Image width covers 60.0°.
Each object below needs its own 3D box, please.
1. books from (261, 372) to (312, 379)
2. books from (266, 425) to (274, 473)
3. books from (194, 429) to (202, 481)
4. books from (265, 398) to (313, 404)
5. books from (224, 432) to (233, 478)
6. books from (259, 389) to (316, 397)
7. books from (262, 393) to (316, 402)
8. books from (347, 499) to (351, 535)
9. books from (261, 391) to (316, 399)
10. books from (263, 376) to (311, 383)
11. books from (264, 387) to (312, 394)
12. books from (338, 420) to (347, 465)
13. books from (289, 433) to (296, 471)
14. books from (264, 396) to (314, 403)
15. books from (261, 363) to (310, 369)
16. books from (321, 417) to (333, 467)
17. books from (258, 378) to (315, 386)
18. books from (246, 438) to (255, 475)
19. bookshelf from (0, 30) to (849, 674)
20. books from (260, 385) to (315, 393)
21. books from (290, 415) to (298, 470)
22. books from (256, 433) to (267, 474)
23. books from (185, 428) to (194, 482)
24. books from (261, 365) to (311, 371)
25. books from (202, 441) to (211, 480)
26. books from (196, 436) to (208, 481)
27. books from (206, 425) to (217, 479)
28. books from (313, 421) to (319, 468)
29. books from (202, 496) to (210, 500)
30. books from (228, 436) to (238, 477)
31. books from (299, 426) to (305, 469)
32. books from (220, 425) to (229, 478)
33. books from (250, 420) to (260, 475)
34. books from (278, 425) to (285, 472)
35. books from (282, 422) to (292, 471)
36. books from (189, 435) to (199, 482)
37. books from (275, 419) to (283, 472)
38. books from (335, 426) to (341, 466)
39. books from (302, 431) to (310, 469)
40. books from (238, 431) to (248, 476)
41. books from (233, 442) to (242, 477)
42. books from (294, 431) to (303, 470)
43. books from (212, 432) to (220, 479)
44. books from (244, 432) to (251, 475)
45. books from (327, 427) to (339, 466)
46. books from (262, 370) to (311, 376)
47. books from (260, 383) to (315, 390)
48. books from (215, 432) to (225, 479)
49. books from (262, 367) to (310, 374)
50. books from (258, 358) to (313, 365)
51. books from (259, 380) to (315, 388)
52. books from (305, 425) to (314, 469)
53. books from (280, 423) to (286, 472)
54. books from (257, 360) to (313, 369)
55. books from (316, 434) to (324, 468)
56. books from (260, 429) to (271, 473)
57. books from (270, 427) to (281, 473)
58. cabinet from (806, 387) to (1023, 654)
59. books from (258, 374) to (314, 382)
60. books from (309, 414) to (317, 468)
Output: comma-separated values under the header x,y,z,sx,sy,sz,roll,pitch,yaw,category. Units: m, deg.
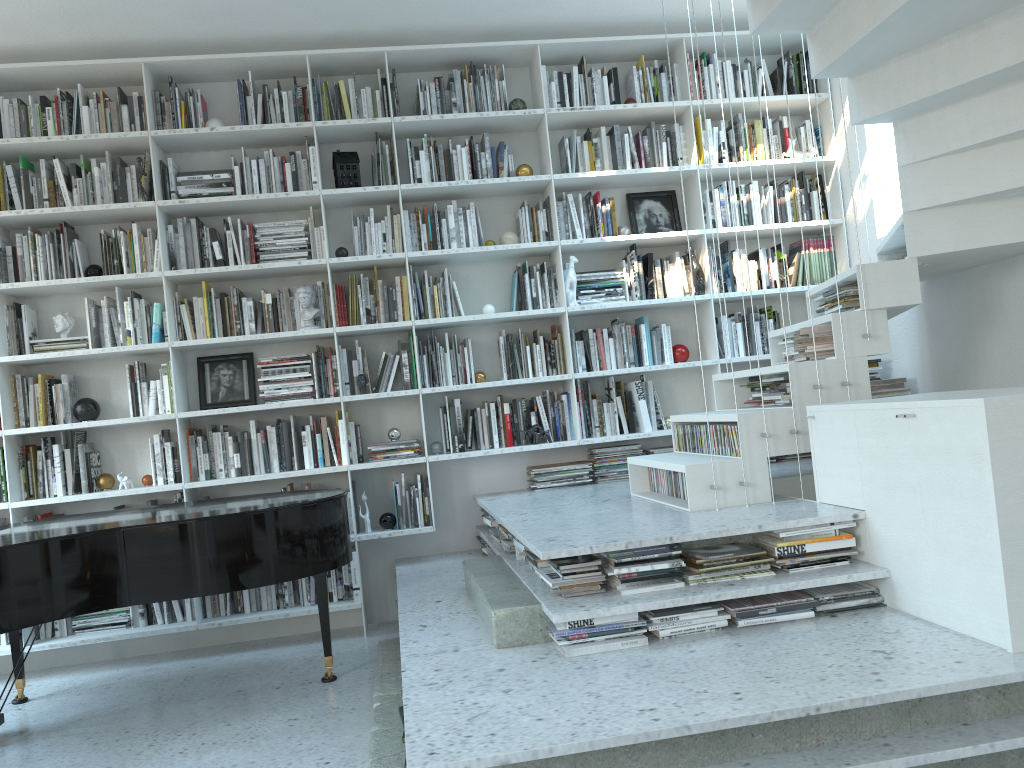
x,y,z,sx,sy,sz,roll,pitch,yaw,category
-1.230,-0.045,4.855,0.254,0.012,0.161,-6,-2,-5,books
-1.308,0.354,4.847,0.025,0.254,0.136,-6,-1,-8,books
-1.680,0.381,4.775,0.011,0.275,0.146,-6,-1,-8,books
-1.215,0.098,4.850,0.254,0.012,0.161,-6,-2,-12,books
-1.524,0.381,4.808,0.021,0.244,0.141,-6,-1,-8,books
-1.220,0.050,4.849,0.285,0.012,0.159,-6,-2,-3,books
-1.217,0.074,4.848,0.285,0.012,0.159,-6,-2,-13,books
-0.897,0.715,4.822,0.027,0.196,0.147,-6,-1,-8,books
-1.220,0.063,4.858,0.285,0.012,0.159,-6,-2,-9,books
-1.227,-0.021,4.851,0.254,0.012,0.161,-6,-2,-13,books
-1.221,0.038,4.849,0.254,0.012,0.161,-6,-2,-13,books
-0.921,0.319,4.867,0.033,0.246,0.176,-6,-1,-8,books
-1.194,0.369,4.850,0.021,0.202,0.128,-6,-1,-8,books
-1.217,0.086,4.855,0.254,0.012,0.161,-6,-2,-6,books
-1.235,-0.093,4.854,0.254,0.012,0.161,-6,-2,-12,books
-1.017,0.316,4.869,0.026,0.272,0.175,-6,-1,-8,books
-1.226,-0.009,4.850,0.285,0.012,0.159,-6,-2,-3,books
-1.405,0.392,4.802,0.023,0.196,0.165,-6,-1,-8,books
-1.158,-0.181,4.808,6.295,3.141,0.330,-6,-1,-8,bookshelf
-1.224,0.027,4.861,0.285,0.012,0.159,-6,-2,-8,books
-1.181,0.320,4.843,0.012,0.296,0.178,-6,-1,-8,books
-1.359,0.376,4.831,0.025,0.220,0.140,-6,-1,-8,books
-1.722,0.380,4.780,0.012,0.285,0.159,-6,-1,-8,books
-1.234,-0.081,4.856,0.254,0.012,0.161,-6,-2,-11,books
-1.633,0.410,4.783,0.024,0.208,0.170,-6,-1,-8,books
-1.658,0.399,4.767,0.027,0.234,0.167,-6,-1,-8,books
-1.615,0.367,4.804,0.027,0.290,0.140,-6,-1,-8,books
-1.070,0.330,4.874,0.014,0.256,0.145,-6,-1,-8,books
-1.611,0.742,4.709,0.012,0.284,0.137,-6,-1,-8,books
-1.498,0.391,4.789,0.023,0.217,0.174,-6,-1,-8,books
-1.142,0.347,4.856,0.014,0.235,0.154,-6,-1,-8,books
-1.541,0.363,4.787,0.013,0.282,0.166,-6,-1,-8,books
-1.387,0.343,4.819,0.026,0.291,0.152,-6,-1,-8,books
-1.250,0.350,4.846,0.011,0.251,0.158,-6,-1,-8,books
-1.219,0.340,4.832,0.028,0.264,0.161,-6,-1,-8,books
-1.699,0.399,4.779,0.029,0.244,0.154,-6,-1,-8,books
-1.265,0.334,4.850,0.014,0.286,0.134,-6,-1,-8,books
-0.953,0.337,4.868,0.011,0.216,0.166,-6,-1,-8,books
-1.120,0.360,4.846,0.023,0.204,0.167,-6,-1,-8,books
-1.446,0.376,4.799,0.029,0.238,0.166,-6,-1,-8,books
-1.470,0.405,4.787,0.029,0.184,0.174,-6,-1,-8,books
-1.158,0.362,4.842,0.024,0.207,0.183,-6,-1,-8,books
-1.586,0.386,4.801,0.024,0.247,0.132,-6,-1,-8,books
-1.426,0.378,4.812,0.013,0.230,0.139,-6,-1,-8,books
-0.978,0.342,4.863,0.042,0.212,0.169,-6,-1,-8,books
-1.232,-0.057,4.855,0.254,0.012,0.161,-6,-2,-11,books
-1.225,0.015,4.859,0.285,0.012,0.159,-6,-2,-7,books
-1.559,0.383,4.788,0.027,0.245,0.179,-6,-1,-8,books
-1.232,-0.069,4.854,0.254,0.012,0.161,-6,-2,-12,books
-1.237,-0.117,4.852,0.285,0.012,0.159,-6,-2,-13,books
-1.226,0.003,4.857,0.285,0.012,0.159,-6,-2,-6,books
-1.099,0.343,4.850,0.023,0.234,0.175,-6,-1,-8,books
-1.238,0.343,4.837,0.010,0.261,0.181,-6,-1,-8,books
-1.237,-0.105,4.859,0.285,0.012,0.159,-6,-2,-6,books
-1.045,0.363,4.851,0.023,0.183,0.169,-6,-1,-8,books
-1.333,0.365,4.828,0.031,0.237,0.159,-6,-1,-8,books
-1.279,0.355,4.823,0.026,0.245,0.191,-6,-1,-8,books
1.440,0.367,2.837,0.551,0.667,0.993,-6,-2,-8,cabinet
-1.228,-0.033,4.850,0.285,0.012,0.159,-6,-2,-3,books
-1.085,0.312,4.865,0.014,0.293,0.137,-6,-1,-8,books
